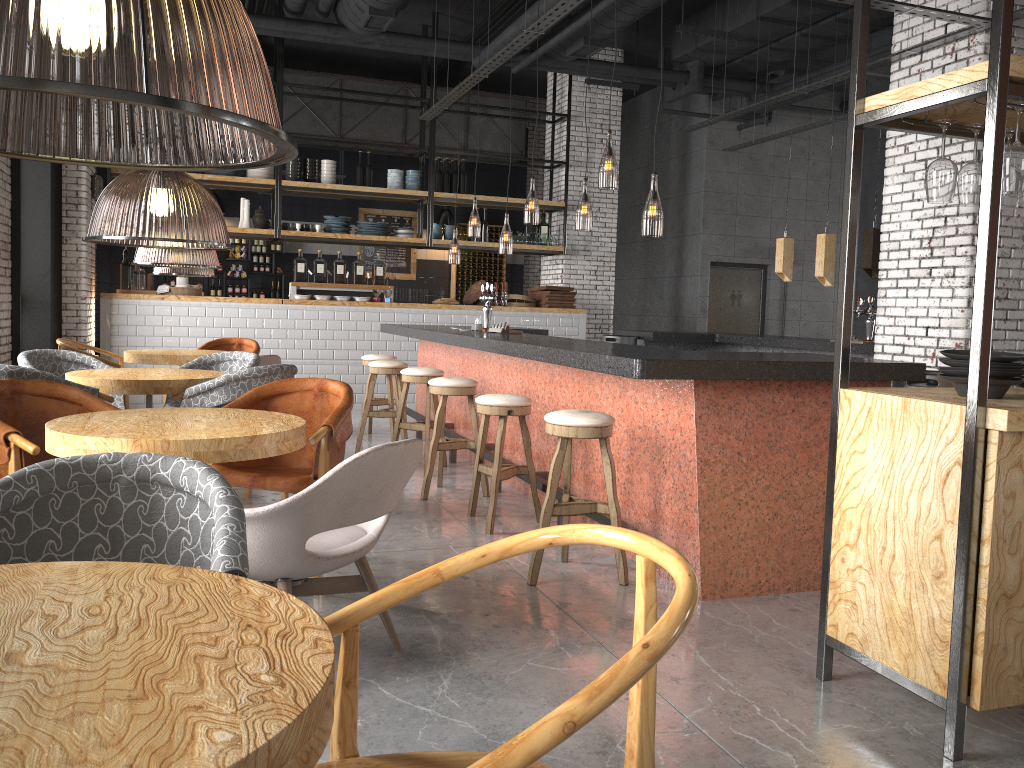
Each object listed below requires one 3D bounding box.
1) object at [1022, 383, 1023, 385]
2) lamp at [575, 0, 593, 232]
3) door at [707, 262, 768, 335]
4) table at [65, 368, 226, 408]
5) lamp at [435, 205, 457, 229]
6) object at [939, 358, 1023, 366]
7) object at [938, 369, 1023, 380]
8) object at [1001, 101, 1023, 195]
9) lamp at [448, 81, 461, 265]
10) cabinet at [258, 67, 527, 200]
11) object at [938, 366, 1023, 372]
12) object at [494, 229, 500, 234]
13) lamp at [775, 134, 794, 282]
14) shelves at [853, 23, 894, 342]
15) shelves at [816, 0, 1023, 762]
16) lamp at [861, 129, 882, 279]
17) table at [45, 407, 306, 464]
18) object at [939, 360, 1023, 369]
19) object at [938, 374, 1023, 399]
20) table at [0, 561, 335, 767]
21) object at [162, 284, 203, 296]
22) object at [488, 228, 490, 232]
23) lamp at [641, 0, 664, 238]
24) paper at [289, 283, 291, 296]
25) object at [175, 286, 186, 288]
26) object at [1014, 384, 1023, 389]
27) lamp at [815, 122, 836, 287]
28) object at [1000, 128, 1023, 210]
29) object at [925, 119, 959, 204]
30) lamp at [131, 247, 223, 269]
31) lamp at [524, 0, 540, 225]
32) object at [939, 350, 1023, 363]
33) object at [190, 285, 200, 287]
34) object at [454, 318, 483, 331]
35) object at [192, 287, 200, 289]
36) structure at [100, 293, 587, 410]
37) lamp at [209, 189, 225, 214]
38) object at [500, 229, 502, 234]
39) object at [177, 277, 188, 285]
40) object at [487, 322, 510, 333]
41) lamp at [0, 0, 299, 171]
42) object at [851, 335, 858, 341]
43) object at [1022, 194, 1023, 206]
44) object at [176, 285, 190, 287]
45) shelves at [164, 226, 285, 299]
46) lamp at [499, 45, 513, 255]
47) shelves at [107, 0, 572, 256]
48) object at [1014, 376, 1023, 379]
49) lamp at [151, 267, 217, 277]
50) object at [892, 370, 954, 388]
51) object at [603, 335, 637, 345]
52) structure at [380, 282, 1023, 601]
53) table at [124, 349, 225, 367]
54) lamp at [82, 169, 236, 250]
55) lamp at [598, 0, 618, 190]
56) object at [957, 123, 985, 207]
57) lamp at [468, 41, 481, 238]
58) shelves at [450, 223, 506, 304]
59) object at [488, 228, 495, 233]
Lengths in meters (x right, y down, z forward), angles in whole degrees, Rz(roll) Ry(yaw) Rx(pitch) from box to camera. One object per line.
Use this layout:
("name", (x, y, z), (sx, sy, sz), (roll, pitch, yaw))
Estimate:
("object", (1.865, 0.019, 2.987), (0.306, 0.041, 0.306), (2, 5, -2))
("lamp", (0.466, -1.678, 5.449), (0.108, 1.459, 0.108), (5, 5, 42))
("door", (3.393, -0.810, 13.684), (1.120, 2.100, 0.158), (1, 4, -19))
("table", (-2.267, 0.338, 5.536), (0.933, 0.808, 0.933), (4, 5, 28))
("lamp", (-1.088, -3.047, 14.606), (0.390, 0.936, 0.391), (1, 4, -17))
("object", (1.529, -0.042, 2.886), (0.257, 0.072, 0.257), (0, 5, -20))
("object", (1.527, -0.013, 2.888), (0.257, 0.075, 0.257), (0, 5, -19))
("object", (1.529, -0.714, 2.687), (0.101, 0.267, 0.101), (4, 5, 34))
("lamp", (-0.487, -1.861, 7.826), (0.108, 1.597, 0.108), (3, 4, 13))
("cabinet", (-2.667, -3.690, 13.426), (5.863, 1.766, 0.683), (0, 4, -19))
("object", (1.528, -0.020, 2.888), (0.257, 0.075, 0.257), (2, 5, 6))
("object", (-0.258, -2.587, 14.992), (0.079, 0.079, 0.284), (0, 5, -19))
("lamp", (2.867, -1.845, 9.243), (0.127, 1.545, 0.127), (1, 4, -19))
("shelves", (5.511, -2.005, 7.664), (1.003, 4.361, 6.156), (1, 5, -19))
("shelves", (3.006, -1.409, 3.292), (3.659, 5.012, 0.691), (0, 4, -19))
("lamp", (3.295, -1.727, 8.018), (0.127, 1.545, 0.127), (1, 4, -19))
("table", (-1.283, 0.547, 3.437), (0.933, 0.808, 0.933), (4, 5, 28))
("object", (1.529, -0.038, 2.886), (0.257, 0.072, 0.257), (6, 6, 43))
("object", (1.527, 0.011, 2.889), (0.257, 0.067, 0.257), (-1, 5, -27))
("table", (-0.711, 0.760, 1.143), (0.933, 0.808, 0.933), (4, 5, 28))
("object", (-3.819, -1.083, 10.257), (0.420, 0.156, 0.437), (6, 6, 43))
("object", (-0.424, -2.585, 14.893), (0.079, 0.079, 0.284), (0, 5, -19))
("lamp", (0.722, -1.529, 4.363), (0.108, 1.597, 0.108), (3, 4, 13))
("paper", (-2.719, -1.155, 10.846), (0.012, 0.163, 0.108), (1, 4, -19))
("object", (-3.772, -1.081, 10.160), (0.160, 0.075, 0.161), (-2, 6, -41))
("object", (1.865, 0.029, 2.989), (0.306, 0.034, 0.306), (3, 5, 18))
("lamp", (3.080, -1.756, 8.632), (0.127, 1.604, 0.127), (1, 4, -19))
("object", (1.705, -0.739, 3.051), (0.101, 0.267, 0.101), (4, 5, 34))
("object", (1.435, -0.739, 2.956), (0.101, 0.267, 0.101), (4, 5, 34))
("lamp", (-2.064, -1.936, 5.501), (0.537, 2.403, 0.537), (3, 4, 22))
("lamp", (0.158, -1.884, 5.986), (0.108, 1.597, 0.108), (3, 4, 13))
("object", (1.531, -0.068, 2.885), (0.257, 0.076, 0.257), (3, 5, 18))
("object", (-3.715, -1.111, 10.313), (0.160, 0.078, 0.161), (5, 6, 34))
("object", (-0.465, -0.545, 7.964), (0.200, 0.106, 0.768), (0, 5, -19))
("object", (-3.713, -1.092, 10.314), (0.161, 0.075, 0.161), (5, 6, 34))
("structure", (-2.028, -0.384, 11.389), (5.800, 1.344, 1.513), (0, 5, -19))
("lamp", (-4.541, -3.062, 13.433), (0.390, 0.936, 0.391), (1, 4, -17))
("object", (-0.164, -2.586, 15.009), (0.079, 0.079, 0.284), (0, 5, -19))
("object", (-3.855, -1.143, 10.370), (0.129, 0.204, 0.129), (3, 4, 16))
("object", (-0.112, -0.462, 7.214), (0.091, 0.091, 0.178), (-2, 6, -44))
("lamp", (-0.506, -1.508, 1.040), (0.537, 2.403, 0.537), (3, 4, 22))
("object", (3.047, -0.431, 8.073), (0.091, 0.091, 0.178), (-2, 6, -44))
("object", (1.844, -0.738, 3.100), (0.101, 0.267, 0.101), (4, 5, 34))
("object", (-3.771, -1.101, 10.161), (0.160, 0.078, 0.161), (-2, 6, -41))
("shelves", (-4.433, -1.730, 13.699), (1.761, 1.480, 0.158), (0, 4, -19))
("lamp", (-0.022, -1.778, 6.674), (0.108, 1.597, 0.108), (-1, 5, -38))
("shelves", (-1.998, -3.321, 11.255), (5.676, 3.062, 0.598), (0, 4, -19))
("object", (1.865, -0.005, 2.986), (0.306, 0.046, 0.306), (4, 5, 28))
("lamp", (-2.827, -2.145, 7.683), (0.537, 2.403, 0.537), (3, 4, 22))
("object", (2.105, 0.455, 4.497), (0.399, 1.034, 0.398), (3, 4, 16))
("object", (1.159, -0.014, 9.684), (0.399, 1.034, 0.398), (3, 4, 16))
("structure", (1.602, -0.017, 7.263), (4.310, 1.531, 5.885), (0, 5, -19))
("table", (-2.928, 0.121, 7.846), (0.932, 0.808, 0.933), (4, 5, 23))
("lamp", (-1.285, -1.722, 3.270), (0.537, 2.403, 0.537), (3, 4, 22))
("lamp", (0.555, -1.875, 4.852), (0.108, 1.597, 0.108), (3, 4, 13))
("object", (1.566, -0.739, 3.002), (0.101, 0.267, 0.101), (4, 5, 34))
("lamp", (-0.287, -2.006, 7.258), (0.108, 1.597, 0.108), (3, 4, 13))
("shelves", (-0.575, -1.608, 15.008), (0.889, 2.145, 0.251), (1, 4, -19))
("object", (-0.336, -2.585, 14.928), (0.079, 0.079, 0.284), (0, 5, -19))
